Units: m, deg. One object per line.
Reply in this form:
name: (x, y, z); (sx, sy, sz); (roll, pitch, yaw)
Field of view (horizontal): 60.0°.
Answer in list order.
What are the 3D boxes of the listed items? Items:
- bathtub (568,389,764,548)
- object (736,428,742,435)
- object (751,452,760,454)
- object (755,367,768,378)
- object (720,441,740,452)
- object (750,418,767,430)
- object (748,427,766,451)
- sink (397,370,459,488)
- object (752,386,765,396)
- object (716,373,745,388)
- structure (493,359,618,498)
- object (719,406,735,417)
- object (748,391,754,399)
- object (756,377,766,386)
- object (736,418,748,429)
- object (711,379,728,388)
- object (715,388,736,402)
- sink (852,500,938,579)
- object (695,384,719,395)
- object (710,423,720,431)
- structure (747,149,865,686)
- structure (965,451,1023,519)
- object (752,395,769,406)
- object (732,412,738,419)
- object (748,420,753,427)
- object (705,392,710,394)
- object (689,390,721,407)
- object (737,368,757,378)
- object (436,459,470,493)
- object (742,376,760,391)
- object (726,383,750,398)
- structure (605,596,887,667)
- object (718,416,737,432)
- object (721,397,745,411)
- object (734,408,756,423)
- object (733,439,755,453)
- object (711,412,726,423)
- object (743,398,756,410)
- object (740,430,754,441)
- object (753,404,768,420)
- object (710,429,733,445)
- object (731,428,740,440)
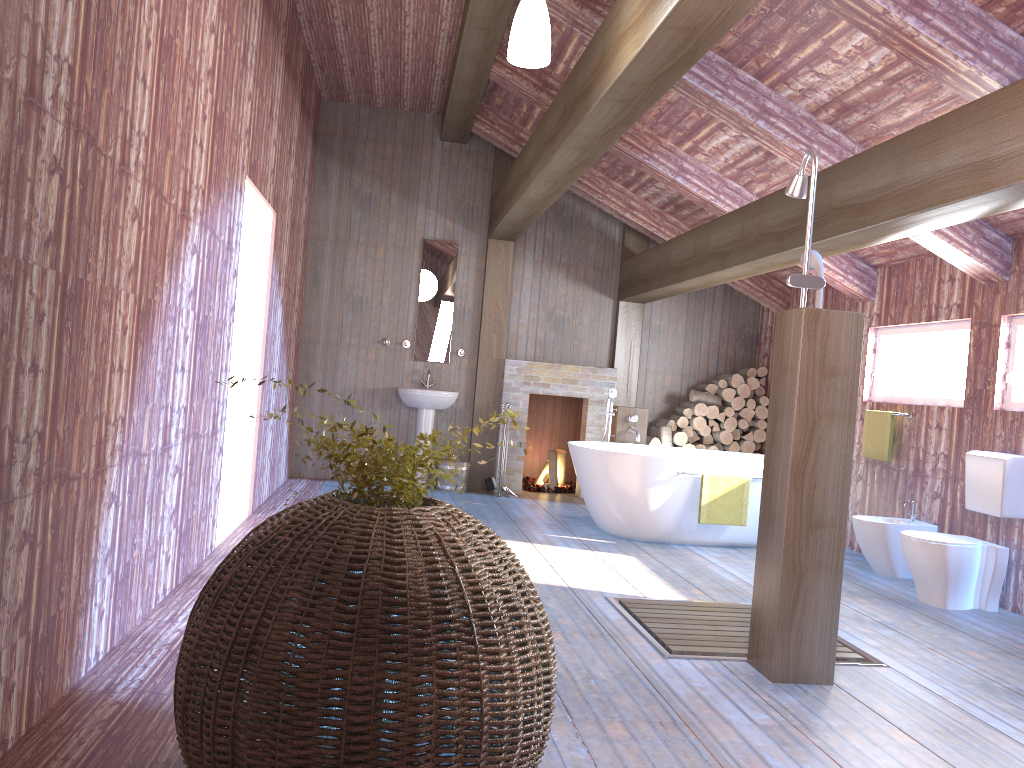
bathtub: (1.393, 0.643, 6.847); (1.935, 1.109, 1.460); (5, 0, 14)
object: (2.239, 0.469, 8.865); (0.065, 0.069, 0.177); (5, 0, -9)
object: (2.370, 0.740, 8.922); (0.139, 0.137, 0.455); (5, 0, -10)
object: (2.468, -0.117, 8.939); (0.112, 0.113, 0.271); (5, 0, -8)
object: (2.159, 0.616, 8.844); (0.114, 0.113, 0.301); (5, 0, -10)
object: (2.424, 0.391, 8.903); (0.102, 0.109, 0.438); (5, 0, -8)
object: (2.398, 0.556, 8.912); (0.137, 0.256, 0.439); (5, 0, -8)
sink: (-0.830, 0.432, 8.475); (0.582, 1.143, 0.475); (5, 0, -9)
object: (2.448, 0.064, 8.939); (0.107, 0.115, 0.269); (5, 0, -7)
object: (2.180, -0.034, 8.881); (0.135, 0.139, 0.456); (5, 0, -7)
structure: (0.418, 0.459, 8.794); (1.130, 1.330, 0.226); (5, 0, -8)
object: (2.091, 0.266, 8.850); (0.102, 0.109, 0.438); (5, 0, -8)
object: (2.329, 0.110, 8.988); (0.132, 0.119, 0.319); (5, 0, -7)
object: (2.463, -0.031, 8.955); (0.081, 0.100, 0.281); (5, 0, -8)
object: (2.231, 0.385, 8.874); (0.102, 0.109, 0.438); (5, 0, -8)
object: (2.063, -0.003, 8.835); (0.094, 0.097, 0.227); (5, 0, -7)
object: (2.083, 0.097, 8.868); (0.139, 0.148, 0.458); (5, 0, -8)
sink: (2.553, 1.036, 5.997); (0.515, 0.517, 0.335); (5, 0, -7)
object: (1.957, 0.058, 8.929); (0.140, 0.121, 0.319); (5, 0, -7)
object: (1.993, 0.419, 8.846); (0.085, 0.096, 0.280); (5, 0, -7)
structure: (1.241, 0.094, 3.706); (0.328, 2.209, 0.522); (5, 0, 13)
structure: (2.857, 0.588, 5.235); (0.182, 0.363, 0.358); (5, 0, -7)
object: (2.448, 0.160, 8.903); (0.102, 0.109, 0.438); (5, 0, -8)
object: (2.164, 0.320, 8.843); (0.095, 0.090, 0.278); (5, 0, -7)
object: (2.357, 0.386, 8.939); (0.088, 0.092, 0.280); (5, 0, -7)
object: (1.898, 0.139, 8.920); (0.113, 0.130, 0.291); (5, 0, -7)
object: (1.900, 0.144, 8.721); (0.302, 0.157, 0.121); (5, 0, -7)
object: (2.361, -0.102, 8.923); (0.104, 0.121, 0.270); (5, 0, -7)
object: (-0.565, 0.878, 8.495); (0.309, 0.290, 0.308); (5, 0, 2)
object: (2.336, -0.006, 8.906); (0.133, 0.142, 0.456); (5, 0, -7)
object: (2.226, 0.062, 8.871); (0.141, 0.143, 0.437); (5, 0, -10)
structure: (1.051, 1.194, 4.245); (1.000, 0.067, 1.000); (5, 0, -8)
object: (2.102, 0.396, 8.858); (0.136, 0.157, 0.439); (5, 0, -7)
object: (2.175, 0.194, 8.866); (0.143, 0.151, 0.440); (5, 0, -8)
object: (2.268, 0.307, 8.909); (0.172, 0.151, 0.482); (5, 0, -7)
object: (2.280, 0.617, 8.894); (0.137, 0.133, 0.437); (5, 0, -10)
object: (1.997, 0.329, 8.838); (0.109, 0.124, 0.424); (5, 0, -9)
object: (2.314, 0.193, 8.883); (0.089, 0.106, 0.437); (5, 0, -7)
object: (2.291, 0.500, 8.886); (0.115, 0.112, 0.423); (5, 0, -8)
object: (2.425, 0.272, 8.906); (0.147, 0.152, 0.439); (5, 0, -8)
object: (2.049, 0.516, 8.851); (0.141, 0.143, 0.437); (5, 0, -10)
object: (2.168, 0.489, 8.854); (0.111, 0.118, 0.302); (5, 0, -9)
